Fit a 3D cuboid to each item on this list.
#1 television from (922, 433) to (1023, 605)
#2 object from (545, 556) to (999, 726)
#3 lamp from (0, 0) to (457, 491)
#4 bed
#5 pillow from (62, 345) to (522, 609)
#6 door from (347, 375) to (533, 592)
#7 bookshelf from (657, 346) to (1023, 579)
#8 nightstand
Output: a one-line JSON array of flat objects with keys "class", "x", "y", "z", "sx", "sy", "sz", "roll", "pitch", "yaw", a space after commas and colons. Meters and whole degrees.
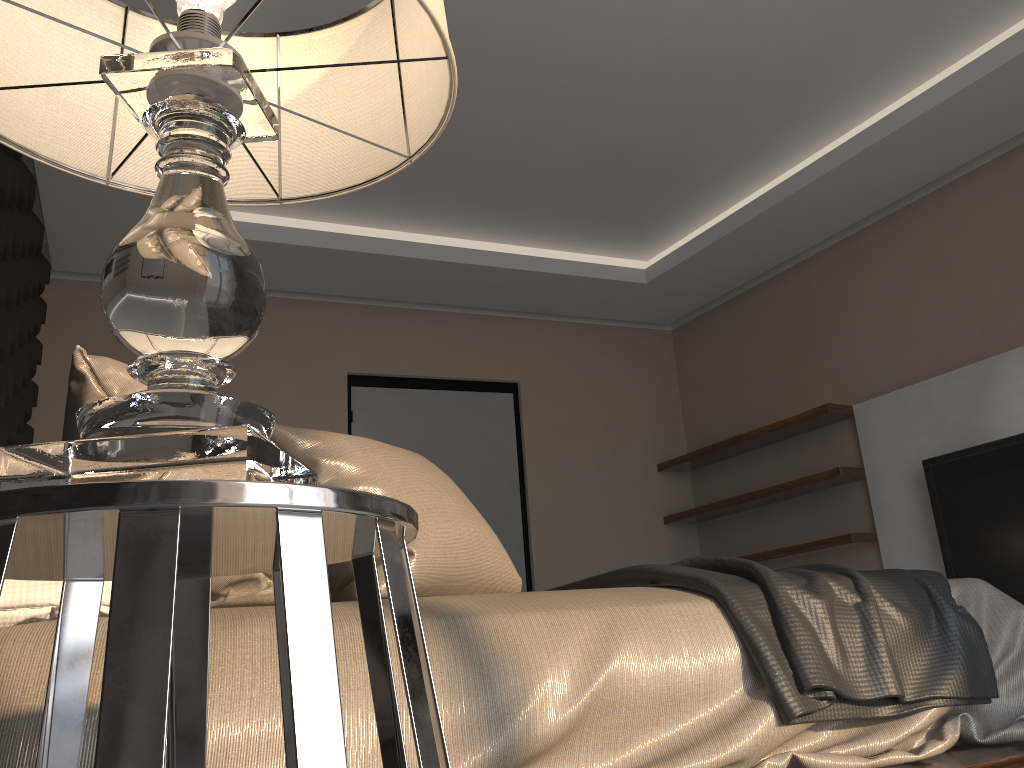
[{"class": "television", "x": 2.228, "y": 0.532, "z": 3.532, "sx": 0.151, "sy": 0.714, "sz": 1.047, "roll": 7, "pitch": -22, "yaw": -32}, {"class": "object", "x": 0.302, "y": 0.718, "z": 2.358, "sx": 0.646, "sy": 0.322, "sz": 1.964, "roll": 2, "pitch": -20, "yaw": -23}, {"class": "lamp", "x": -0.279, "y": -0.192, "z": 0.769, "sx": 0.461, "sy": 0.631, "sz": 0.470, "roll": -7, "pitch": -18, "yaw": 7}, {"class": "bed", "x": -0.113, "y": 0.864, "z": 2.096, "sx": 2.394, "sy": 0.624, "sz": 2.194, "roll": 2, "pitch": -20, "yaw": -24}, {"class": "pillow", "x": -0.502, "y": 0.303, "z": 2.054, "sx": 0.937, "sy": 0.518, "sz": 1.206, "roll": 2, "pitch": -19, "yaw": -22}, {"class": "door", "x": -0.379, "y": 0.975, "z": 4.736, "sx": 1.043, "sy": 2.093, "sz": 0.148, "roll": 4, "pitch": -20, "yaw": -25}, {"class": "bookshelf", "x": 2.180, "y": 0.412, "z": 3.639, "sx": 0.243, "sy": 1.203, "sz": 4.301, "roll": 7, "pitch": -22, "yaw": -32}, {"class": "nightstand", "x": -0.240, "y": 0.400, "z": 0.592, "sx": 0.565, "sy": 0.603, "sz": 0.536, "roll": -1, "pitch": -18, "yaw": -12}]
